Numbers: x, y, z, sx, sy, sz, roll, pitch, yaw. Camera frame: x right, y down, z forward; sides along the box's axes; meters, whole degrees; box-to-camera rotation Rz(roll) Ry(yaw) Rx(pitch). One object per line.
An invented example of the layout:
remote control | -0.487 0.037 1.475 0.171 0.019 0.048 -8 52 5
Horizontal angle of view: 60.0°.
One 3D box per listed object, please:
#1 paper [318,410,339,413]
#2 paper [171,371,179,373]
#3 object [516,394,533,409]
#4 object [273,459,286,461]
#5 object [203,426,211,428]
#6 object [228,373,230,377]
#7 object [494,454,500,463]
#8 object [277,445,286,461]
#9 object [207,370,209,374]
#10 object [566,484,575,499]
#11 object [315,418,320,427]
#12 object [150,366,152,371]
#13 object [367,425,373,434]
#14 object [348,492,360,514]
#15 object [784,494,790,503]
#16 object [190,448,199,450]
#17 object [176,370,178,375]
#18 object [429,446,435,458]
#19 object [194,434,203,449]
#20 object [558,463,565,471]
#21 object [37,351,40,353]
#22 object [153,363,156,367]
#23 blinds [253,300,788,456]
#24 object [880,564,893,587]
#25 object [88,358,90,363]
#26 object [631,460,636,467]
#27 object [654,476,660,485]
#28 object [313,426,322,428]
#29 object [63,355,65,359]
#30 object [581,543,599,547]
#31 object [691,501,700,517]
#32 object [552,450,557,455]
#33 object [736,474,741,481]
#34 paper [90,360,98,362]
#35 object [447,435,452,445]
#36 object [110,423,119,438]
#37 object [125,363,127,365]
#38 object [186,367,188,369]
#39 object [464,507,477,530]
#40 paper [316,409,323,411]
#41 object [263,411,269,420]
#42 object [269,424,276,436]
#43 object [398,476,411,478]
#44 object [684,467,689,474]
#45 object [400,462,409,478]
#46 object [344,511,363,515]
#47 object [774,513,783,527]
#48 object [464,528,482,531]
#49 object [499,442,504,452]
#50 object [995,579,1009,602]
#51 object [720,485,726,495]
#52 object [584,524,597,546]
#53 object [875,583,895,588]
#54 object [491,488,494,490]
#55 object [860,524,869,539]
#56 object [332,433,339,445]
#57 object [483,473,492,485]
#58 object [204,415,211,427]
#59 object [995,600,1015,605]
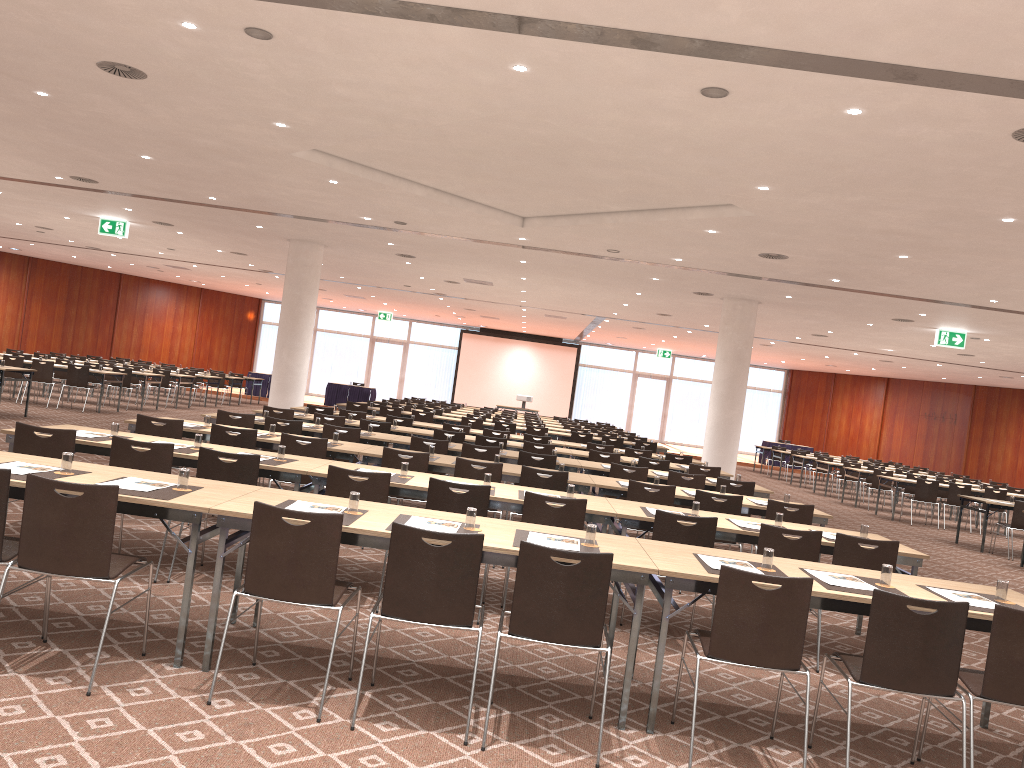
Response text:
paper | -3.135 0.447 14.785 0.460 0.003 0.565 8 0 2
paper | -9.270 -0.337 24.386 0.460 0.003 0.565 8 0 0
object | 0.431 0.638 31.529 0.576 0.472 0.614 8 0 1
object | -1.798 0.592 6.877 0.102 0.001 0.102 8 0 -10
object | -3.051 0.432 8.900 0.102 0.001 0.102 8 0 -33
object | -8.441 -0.276 26.479 0.054 0.114 0.054 8 0 -10
object | -0.150 0.764 8.857 0.054 0.114 0.054 8 0 35
object | -1.789 0.535 6.878 0.054 0.114 0.054 8 0 35
object | -9.084 -0.362 26.487 0.054 0.114 0.054 8 0 -10
object | 0.453 0.836 6.859 0.054 0.114 0.054 8 0 -10
object | -2.388 0.472 10.899 0.054 0.114 0.054 8 0 -10
object | -9.151 -0.388 22.482 0.054 0.114 0.054 8 0 -10
object | -1.741 0.558 10.882 0.054 0.114 0.054 7 0 -33
object | -0.867 0.650 4.862 0.054 0.114 0.054 7 0 -33
object | 2.736 1.151 8.830 0.054 0.114 0.054 7 0 -33
object | -2.444 0.505 6.885 0.102 0.001 0.102 7 0 35
object | -8.490 -0.300 22.478 0.054 0.114 0.054 8 0 -10
object | -0.803 0.676 8.861 0.054 0.114 0.054 8 0 35
object | -2.443 0.447 6.901 0.054 0.114 0.054 8 0 12
object | 0.493 0.850 8.844 0.054 0.114 0.054 8 0 35
object | -12.035 -0.776 22.524 0.054 0.114 0.054 7 0 -33
object | -10.693 -0.579 26.517 0.054 0.114 0.054 7 0 -33
blinds | 0.230 -0.214 38.145 22.851 3.817 0.115 8 0 1
object | 2.037 1.041 4.826 0.054 0.114 0.054 8 0 35
object | -10.741 -0.602 22.510 0.054 0.114 0.054 7 0 -33
object | 1.481 0.991 10.845 0.054 0.114 0.054 7 0 -33
object | 1.441 0.978 8.844 0.054 0.114 0.054 8 0 12
object | -2.389 0.529 10.888 0.102 0.001 0.102 7 0 35
object | -11.387 -0.689 22.524 0.054 0.114 0.054 7 0 -33
object | 0.427 0.882 4.851 0.102 0.001 0.102 8 0 -33
object | 1.416 0.966 6.842 0.054 0.114 0.054 8 0 35
object | 0.516 0.862 10.845 0.054 0.114 0.054 8 0 35
object | 2.764 1.164 10.824 0.054 0.114 0.054 8 0 -10
paper | -11.549 -0.643 24.401 0.460 0.003 0.565 8 0 0
object | -0.774 0.688 10.874 0.054 0.114 0.054 8 0 -10
object | -3.089 0.360 6.895 0.054 0.114 0.054 8 0 -10
object | -9.793 -0.475 22.497 0.054 0.114 0.054 8 0 -10
object | -9.724 -0.448 26.490 0.054 0.114 0.054 8 0 -10
object | -0.226 0.737 4.856 0.054 0.114 0.054 7 0 -33
paper | -3.170 0.439 14.891 0.283 0.006 0.398 8 0 1
object | -3.027 0.386 10.908 0.054 0.114 0.054 8 0 -10
object | -2.404 0.461 8.895 0.054 0.114 0.054 7 0 -33
object | -0.830 0.722 6.865 0.102 0.001 0.102 8 0 -33
object | 2.128 1.078 10.822 0.054 0.114 0.054 7 0 -33
object | -0.833 0.663 6.862 0.054 0.114 0.054 8 0 -10
object | -0.871 0.708 4.872 0.102 0.001 0.102 8 0 -33
object | 2.058 1.052 6.840 0.054 0.114 0.054 8 0 35
object | -0.215 0.796 4.864 0.102 0.001 0.102 8 0 -33
object | -0.134 0.774 10.858 0.054 0.114 0.054 8 0 -10
object | 2.668 1.125 4.830 0.054 0.114 0.054 7 0 -33
object | 2.099 1.066 8.830 0.054 0.114 0.054 7 0 -33
object | 0.430 0.825 4.843 0.054 0.114 0.054 7 0 -33
object | 2.030 1.097 4.824 0.102 0.001 0.102 8 0 -33
object | -0.188 0.808 6.862 0.102 0.001 0.102 8 0 -33
object | 2.710 1.140 6.826 0.054 0.114 0.054 8 0 -10
object | -1.766 0.547 8.883 0.054 0.114 0.054 7 0 -33
object | -0.191 0.750 6.872 0.054 0.114 0.054 8 0 -10
object | -3.059 0.373 8.911 0.054 0.114 0.054 8 0 35
object | 2.683 1.185 4.825 0.102 0.001 0.102 8 0 -33
